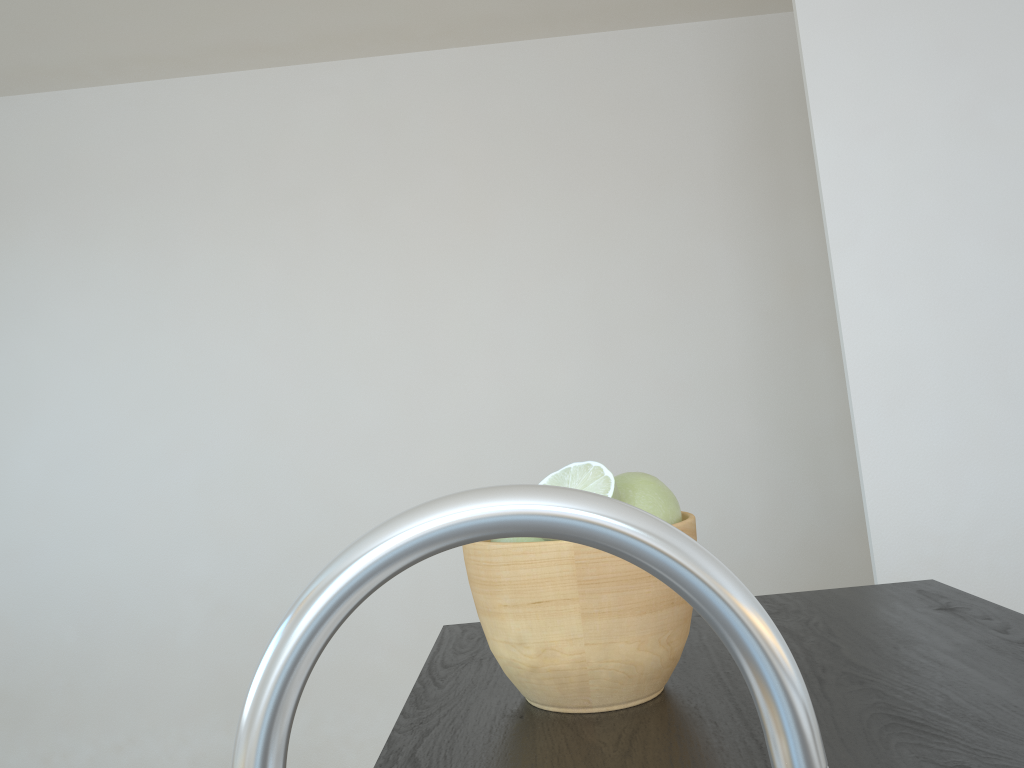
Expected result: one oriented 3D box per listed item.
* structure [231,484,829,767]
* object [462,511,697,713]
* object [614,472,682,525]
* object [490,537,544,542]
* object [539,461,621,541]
[{"bbox_3d":[0.003,0.136,0.249,0.162,0.217,0.096,-6,-6,2],"label":"structure"},{"bbox_3d":[0.064,0.194,0.772,0.205,0.143,0.204,-2,-5,-37],"label":"object"},{"bbox_3d":[0.104,0.127,0.768,0.086,0.099,0.102,-8,-5,22],"label":"object"},{"bbox_3d":[0.025,0.150,0.767,0.081,0.086,0.097,-2,-6,-34],"label":"object"},{"bbox_3d":[0.051,0.100,0.716,0.077,0.072,0.074,-8,-5,26],"label":"object"}]
